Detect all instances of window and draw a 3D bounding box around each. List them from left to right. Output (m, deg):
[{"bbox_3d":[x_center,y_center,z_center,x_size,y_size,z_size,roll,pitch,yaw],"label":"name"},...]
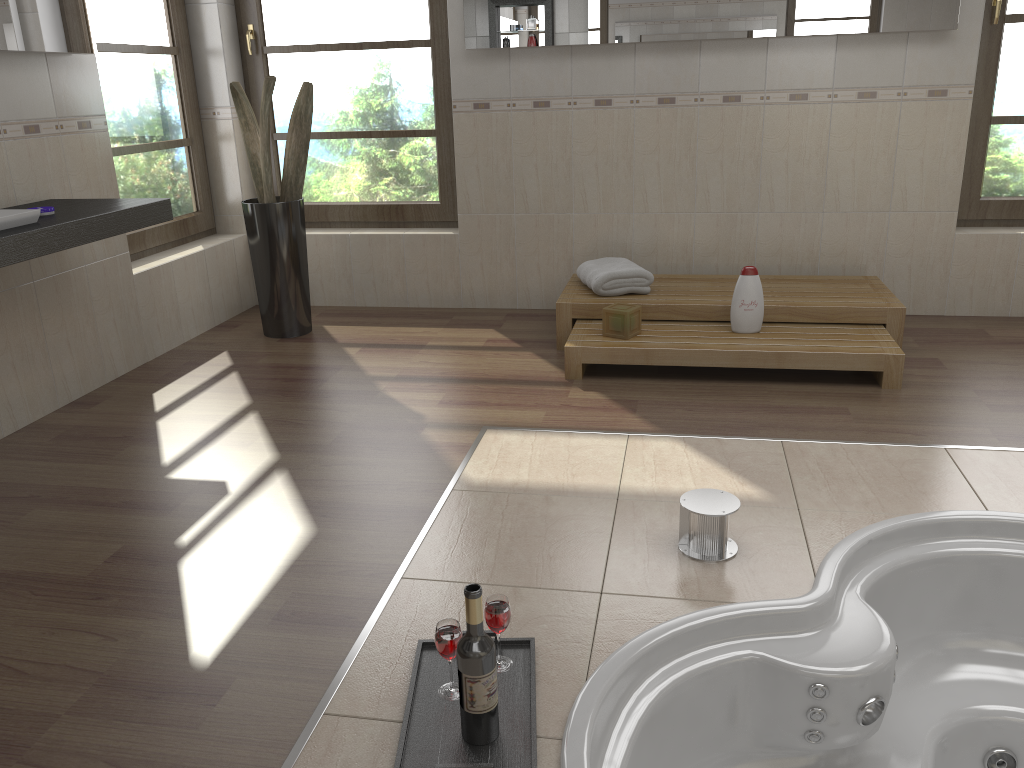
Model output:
[{"bbox_3d":[-1.753,-1.608,4.085,0.117,1.934,0.998,2,19,11],"label":"window"},{"bbox_3d":[-0.869,-1.812,4.595,1.124,1.934,0.117,2,19,11],"label":"window"},{"bbox_3d":[2.719,-1.698,3.911,1.188,1.934,0.117,2,19,11],"label":"window"}]

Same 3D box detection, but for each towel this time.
[{"bbox_3d":[0.469,-0.509,4.139,0.280,0.119,0.399,-5,19,-8],"label":"towel"}]

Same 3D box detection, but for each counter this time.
[{"bbox_3d":[-1.809,-0.137,1.836,0.510,0.080,3.220,2,19,11],"label":"counter"}]

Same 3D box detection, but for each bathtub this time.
[{"bbox_3d":[1.109,0.984,1.540,1.754,0.674,1.751,-14,22,-32],"label":"bathtub"}]

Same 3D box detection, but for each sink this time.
[{"bbox_3d":[-1.718,-0.304,2.524,0.403,0.288,0.670,2,19,11],"label":"sink"}]

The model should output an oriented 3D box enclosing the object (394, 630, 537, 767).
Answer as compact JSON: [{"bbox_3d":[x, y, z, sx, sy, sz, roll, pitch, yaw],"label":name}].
[{"bbox_3d":[-0.079,0.610,1.711,0.250,0.040,0.400,-1,19,1],"label":"object"}]

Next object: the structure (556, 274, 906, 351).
[{"bbox_3d":[0.966,-0.331,4.093,1.450,0.220,0.620,2,19,11],"label":"structure"}]

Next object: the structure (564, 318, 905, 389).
[{"bbox_3d":[0.898,-0.164,3.734,1.280,0.140,0.620,2,19,11],"label":"structure"}]

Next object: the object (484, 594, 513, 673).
[{"bbox_3d":[-0.028,0.506,1.804,0.055,0.153,0.055,-1,19,4],"label":"object"}]

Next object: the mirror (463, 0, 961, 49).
[{"bbox_3d":[0.846,-1.860,3.964,2.200,0.600,0.005,2,19,11],"label":"mirror"}]

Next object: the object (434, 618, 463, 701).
[{"bbox_3d":[-0.121,0.535,1.727,0.055,0.153,0.055,-1,19,4],"label":"object"}]

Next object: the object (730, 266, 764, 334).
[{"bbox_3d":[0.960,-0.344,3.611,0.134,0.276,0.063,-1,19,4],"label":"object"}]

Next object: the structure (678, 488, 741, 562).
[{"bbox_3d":[0.500,0.357,2.253,0.150,0.131,0.150,3,20,15],"label":"structure"}]

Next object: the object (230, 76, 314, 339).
[{"bbox_3d":[-1.127,-0.819,4.199,0.413,1.209,0.343,2,19,11],"label":"object"}]

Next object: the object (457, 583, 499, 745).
[{"bbox_3d":[-0.063,0.499,1.590,0.070,0.307,0.070,-9,20,-21],"label":"object"}]

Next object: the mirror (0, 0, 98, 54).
[{"bbox_3d":[-1.956,-1.025,1.788,0.005,0.600,3.430,2,19,11],"label":"mirror"}]

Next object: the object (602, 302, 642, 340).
[{"bbox_3d":[0.453,-0.260,3.655,0.120,0.120,0.120,11,23,34],"label":"object"}]

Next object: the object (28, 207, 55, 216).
[{"bbox_3d":[-1.556,-0.570,2.927,0.083,0.020,0.083,7,21,24],"label":"object"}]
